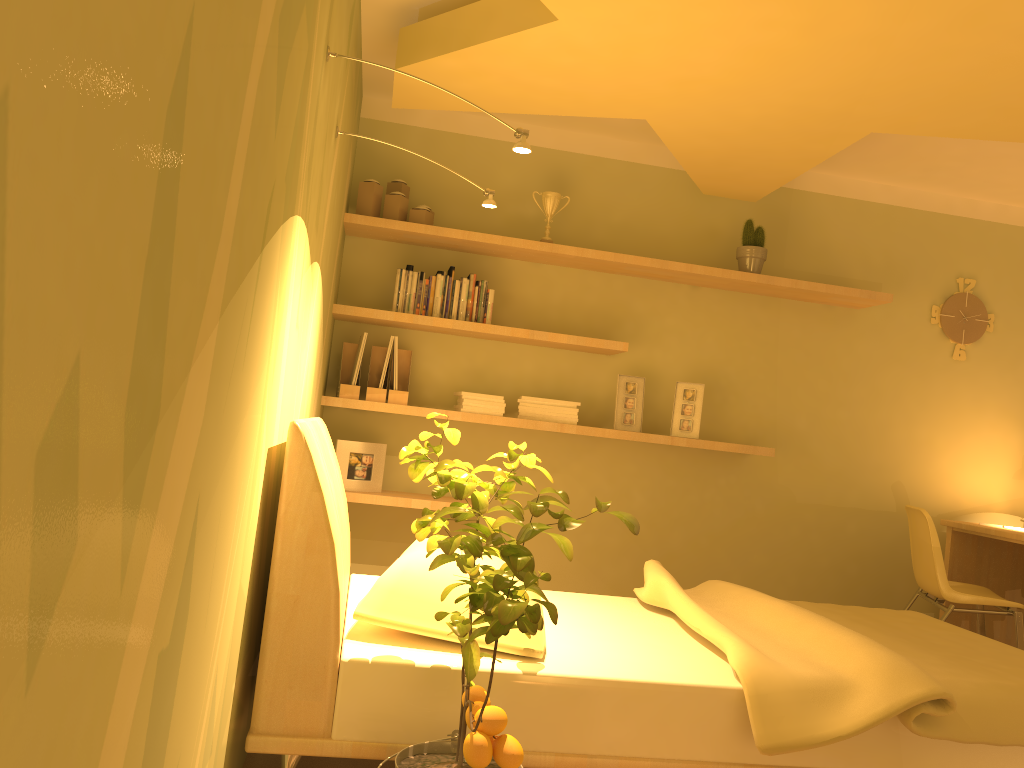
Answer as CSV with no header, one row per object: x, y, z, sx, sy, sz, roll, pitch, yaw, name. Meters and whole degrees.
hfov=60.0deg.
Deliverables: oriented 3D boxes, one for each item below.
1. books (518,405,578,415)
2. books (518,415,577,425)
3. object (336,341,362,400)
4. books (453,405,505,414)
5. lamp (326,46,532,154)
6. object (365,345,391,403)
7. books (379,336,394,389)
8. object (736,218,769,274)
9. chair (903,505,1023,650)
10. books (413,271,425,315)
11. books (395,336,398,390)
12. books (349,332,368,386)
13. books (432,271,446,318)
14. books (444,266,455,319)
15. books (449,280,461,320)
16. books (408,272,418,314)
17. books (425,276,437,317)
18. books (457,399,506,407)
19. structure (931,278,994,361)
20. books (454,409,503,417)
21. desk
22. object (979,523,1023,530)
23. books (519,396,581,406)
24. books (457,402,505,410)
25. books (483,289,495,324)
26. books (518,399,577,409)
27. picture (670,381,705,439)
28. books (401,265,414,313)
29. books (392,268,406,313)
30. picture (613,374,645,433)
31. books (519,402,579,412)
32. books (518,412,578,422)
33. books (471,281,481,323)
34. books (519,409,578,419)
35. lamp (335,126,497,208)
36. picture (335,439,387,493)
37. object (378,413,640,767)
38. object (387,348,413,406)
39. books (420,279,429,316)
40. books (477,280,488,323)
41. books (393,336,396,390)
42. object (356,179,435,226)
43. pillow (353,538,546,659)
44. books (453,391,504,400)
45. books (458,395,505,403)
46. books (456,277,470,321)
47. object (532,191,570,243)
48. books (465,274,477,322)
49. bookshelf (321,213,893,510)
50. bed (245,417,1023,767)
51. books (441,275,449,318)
0.165,0.124,4.110,0.270,0.015,0.190,6,-3,2,books
0.162,0.170,4.115,0.270,0.015,0.190,6,-3,2,books
-0.724,-0.062,3.975,0.087,0.259,0.236,7,-3,-14,object
-0.154,0.116,4.069,0.190,0.015,0.270,7,-3,-12,books
-0.201,-0.710,2.217,0.533,0.178,0.050,7,-3,-9,lamp
-0.601,-0.046,3.995,0.087,0.259,0.236,7,-3,-9,object
-0.575,-0.064,3.998,0.048,0.297,0.214,7,-3,-9,books
1.158,-0.657,4.273,0.145,0.294,0.145,8,-3,-28,object
1.962,0.963,3.979,0.546,0.785,0.531,6,-3,11,chair
-0.426,-0.399,4.035,0.032,0.203,0.157,7,-3,-9,books
-0.524,-0.058,4.008,0.043,0.296,0.210,7,-3,-9,books
-0.699,-0.079,3.980,0.048,0.297,0.214,7,-3,-14,books
-0.339,-0.396,4.045,0.038,0.217,0.166,7,-3,-9,books
-0.292,-0.405,4.057,0.021,0.247,0.157,7,-3,-9,books
-0.268,-0.371,4.052,0.032,0.184,0.173,7,-3,-9,books
-0.453,-0.400,4.031,0.022,0.198,0.157,7,-3,-9,books
-0.376,-0.388,4.049,0.032,0.193,0.146,7,-3,-9,books
-0.143,0.087,4.070,0.190,0.015,0.270,7,-3,-10,books
2.357,-0.339,4.623,0.360,0.432,0.027,7,-3,-9,structure
-0.156,0.131,4.069,0.190,0.015,0.270,7,-3,-10,books
2.555,1.057,3.814,0.684,0.720,1.396,7,-3,-9,desk
2.447,0.702,4.325,0.300,0.009,0.040,5,-3,21,object
0.173,0.080,4.120,0.270,0.015,0.190,7,-3,-3,books
-0.145,0.102,4.075,0.190,0.015,0.270,7,-3,-8,books
-0.115,-0.342,4.073,0.032,0.163,0.178,7,-3,-9,books
0.162,0.095,4.130,0.270,0.015,0.190,6,-3,2,books
0.845,0.129,4.238,0.134,0.264,0.171,6,-3,18,picture
-0.479,-0.418,4.037,0.032,0.229,0.138,7,-3,-9,books
-0.514,-0.410,4.022,0.040,0.203,0.157,7,-3,-9,books
0.542,0.094,4.233,0.134,0.264,0.171,7,-3,-10,picture
0.174,0.110,4.112,0.270,0.015,0.190,6,-3,4,books
0.164,0.155,4.116,0.270,0.015,0.190,7,-3,-1,books
-0.172,-0.365,4.075,0.022,0.198,0.157,7,-3,-9,books
0.169,0.140,4.108,0.270,0.015,0.190,6,-3,3,books
-0.300,-0.691,2.828,0.533,0.178,0.050,7,-3,-9,lamp
-0.693,0.364,3.958,0.247,0.219,0.131,8,-3,-31,picture
-0.041,0.541,1.703,0.372,0.944,0.828,7,-3,-16,object
-0.506,-0.035,4.010,0.087,0.259,0.236,7,-3,-9,object
-0.402,-0.381,4.039,0.021,0.172,0.157,7,-3,-9,books
-0.145,-0.365,4.080,0.032,0.203,0.157,7,-3,-9,books
-0.532,-0.058,4.002,0.036,0.296,0.210,7,-3,-9,books
-0.520,-0.827,4.027,0.349,0.229,0.234,7,-3,-8,object
-0.143,0.581,2.509,0.482,0.213,0.801,6,-3,1,pillow
-0.156,0.055,4.062,0.190,0.015,0.270,7,-3,-11,books
-0.144,0.072,4.078,0.190,0.015,0.270,7,-3,-7,books
-0.233,-0.376,4.066,0.040,0.203,0.157,7,-3,-9,books
0.171,-0.761,4.160,0.160,0.268,0.095,9,-4,-39,object
-0.198,-0.384,4.081,0.032,0.229,0.138,7,-3,-9,books
0.457,0.032,4.168,2.605,1.240,0.300,7,-3,-9,bookshelf
0.539,0.678,2.606,2.378,0.894,1.286,7,-3,-9,bed
-0.313,-0.385,4.054,0.017,0.203,0.155,7,-3,-9,books
